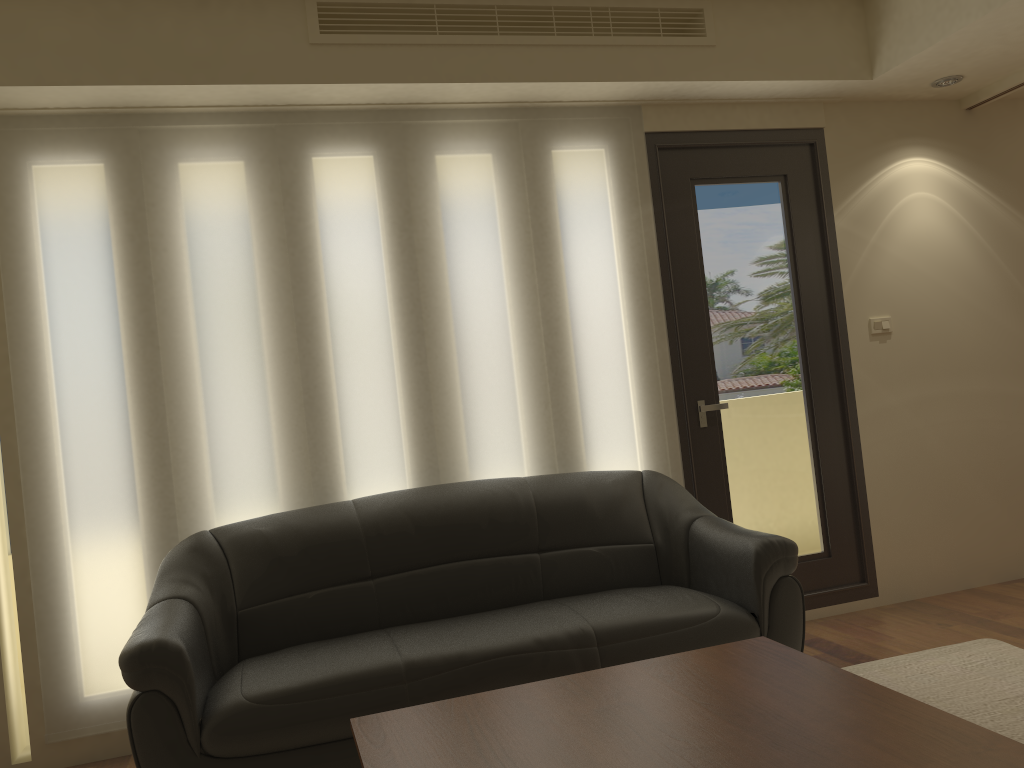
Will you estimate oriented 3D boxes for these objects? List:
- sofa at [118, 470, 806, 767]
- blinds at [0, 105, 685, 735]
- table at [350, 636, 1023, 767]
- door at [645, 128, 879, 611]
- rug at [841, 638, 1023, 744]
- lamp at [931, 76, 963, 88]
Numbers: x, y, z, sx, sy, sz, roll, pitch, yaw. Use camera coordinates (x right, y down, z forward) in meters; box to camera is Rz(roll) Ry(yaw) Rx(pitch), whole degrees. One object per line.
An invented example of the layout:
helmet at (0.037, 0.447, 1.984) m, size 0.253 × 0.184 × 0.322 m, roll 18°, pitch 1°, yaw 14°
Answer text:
sofa at (-0.154, 0.857, 3.339) m, size 2.337 × 0.918 × 0.944 m, roll -6°, pitch -1°, yaw -16°
blinds at (-0.597, 0.010, 3.868) m, size 2.830 × 2.453 × 0.002 m, roll -6°, pitch -1°, yaw -16°
table at (0.335, 1.001, 1.905) m, size 1.213 × 0.482 × 1.045 m, roll -6°, pitch -1°, yaw -16°
door at (1.241, -0.068, 4.443) m, size 1.011 × 2.420 × 0.118 m, roll -6°, pitch -1°, yaw -16°
rug at (0.667, 1.212, 2.168) m, size 3.592 × 0.011 × 2.482 m, roll -6°, pitch -1°, yaw -16°
lamp at (2.179, -1.535, 4.447) m, size 0.143 × 0.059 × 0.143 m, roll -6°, pitch -1°, yaw -10°
